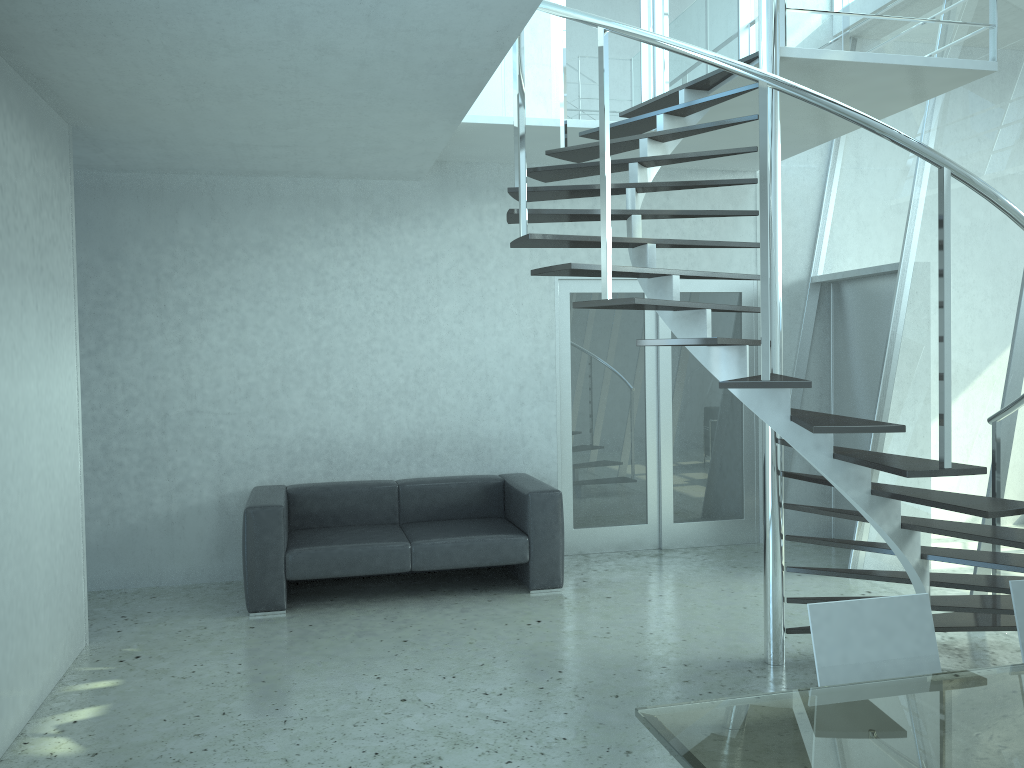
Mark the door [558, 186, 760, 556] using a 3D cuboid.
[{"bbox_3d":[1.536,-0.133,7.462,1.162,3.200,2.576,0,2,34],"label":"door"}]

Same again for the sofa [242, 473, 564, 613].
[{"bbox_3d":[-0.731,1.009,5.944,2.025,0.652,0.943,-1,2,-13],"label":"sofa"}]

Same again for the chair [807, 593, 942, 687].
[{"bbox_3d":[1.024,1.012,2.165,0.410,0.857,0.492,-1,2,-13],"label":"chair"}]

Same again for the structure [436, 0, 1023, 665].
[{"bbox_3d":[1.089,-0.722,4.886,2.655,4.156,3.780,-1,2,-13],"label":"structure"}]

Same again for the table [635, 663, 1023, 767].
[{"bbox_3d":[1.423,1.085,1.787,2.100,0.720,1.000,-1,2,-13],"label":"table"}]

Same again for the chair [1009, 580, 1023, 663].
[{"bbox_3d":[1.649,0.995,2.342,0.413,0.857,0.492,-1,2,-8],"label":"chair"}]
